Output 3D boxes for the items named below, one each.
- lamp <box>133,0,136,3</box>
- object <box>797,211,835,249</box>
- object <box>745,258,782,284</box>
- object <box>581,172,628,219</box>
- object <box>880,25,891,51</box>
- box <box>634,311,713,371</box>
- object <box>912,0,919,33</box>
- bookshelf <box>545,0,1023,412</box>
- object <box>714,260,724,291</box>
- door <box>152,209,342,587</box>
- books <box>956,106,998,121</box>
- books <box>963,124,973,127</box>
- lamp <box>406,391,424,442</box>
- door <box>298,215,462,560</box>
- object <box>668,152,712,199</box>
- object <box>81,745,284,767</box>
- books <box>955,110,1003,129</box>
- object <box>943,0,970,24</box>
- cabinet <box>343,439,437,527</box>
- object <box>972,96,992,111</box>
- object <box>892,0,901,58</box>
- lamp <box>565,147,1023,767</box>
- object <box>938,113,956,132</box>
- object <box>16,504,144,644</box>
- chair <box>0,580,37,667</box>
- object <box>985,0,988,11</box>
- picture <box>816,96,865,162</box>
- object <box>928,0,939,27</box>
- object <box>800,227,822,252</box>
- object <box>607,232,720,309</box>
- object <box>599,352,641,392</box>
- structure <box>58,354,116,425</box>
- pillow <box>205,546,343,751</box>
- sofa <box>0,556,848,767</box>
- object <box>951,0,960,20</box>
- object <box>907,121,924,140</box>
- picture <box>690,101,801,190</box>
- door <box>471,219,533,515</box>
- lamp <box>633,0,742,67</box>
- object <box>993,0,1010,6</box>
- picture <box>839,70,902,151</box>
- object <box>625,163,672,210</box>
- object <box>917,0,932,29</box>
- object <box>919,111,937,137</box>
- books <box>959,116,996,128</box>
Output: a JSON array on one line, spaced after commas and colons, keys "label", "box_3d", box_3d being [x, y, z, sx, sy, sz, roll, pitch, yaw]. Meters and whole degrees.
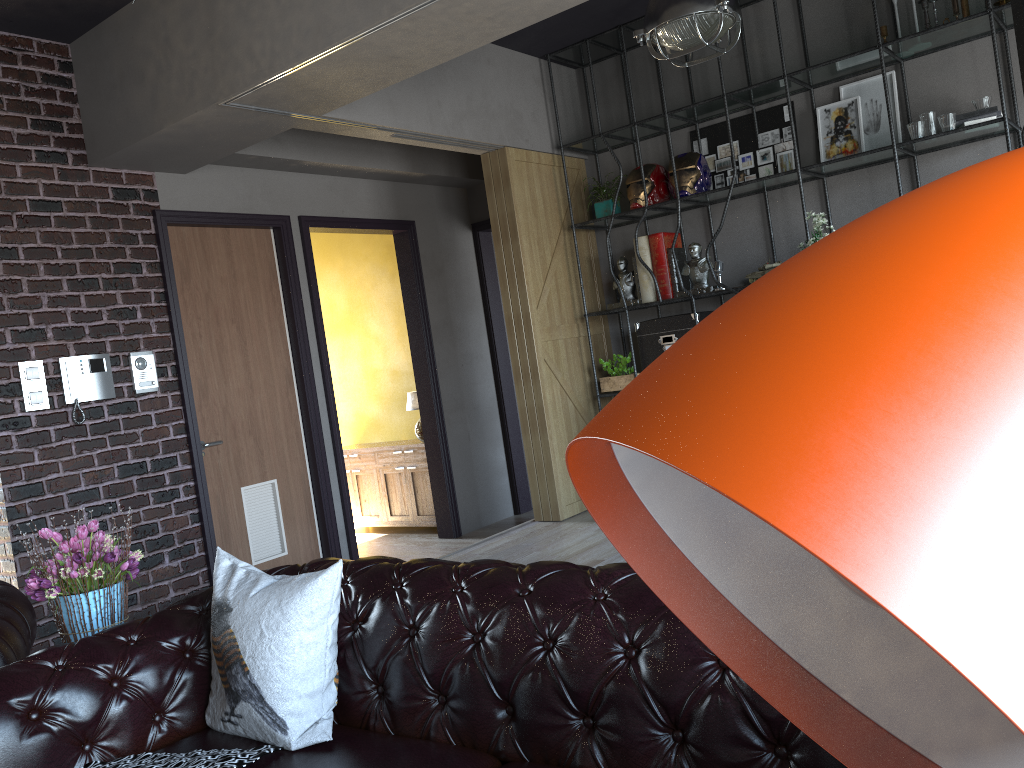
[{"label": "lamp", "box_3d": [-1.370, -1.762, 3.450, 0.560, 0.512, 0.359, -9, 2, -32]}, {"label": "object", "box_3d": [1.832, -0.587, 5.053, 0.398, 0.852, 0.420, -9, 1, -6]}, {"label": "object", "box_3d": [1.736, -0.753, 5.738, 0.207, 0.170, 0.577, -9, 2, -17]}, {"label": "object", "box_3d": [0.681, -1.350, 6.442, 0.324, 0.339, 0.295, -9, 1, -6]}, {"label": "object", "box_3d": [2.163, -2.009, 5.145, 0.135, 0.129, 0.135, -8, 1, 11]}, {"label": "box", "box_3d": [1.189, -0.246, 6.220, 0.488, 0.481, 0.374, -7, 2, 38]}, {"label": "object", "box_3d": [2.364, -2.173, 5.201, 0.128, 0.390, 0.128, -9, 1, -3]}, {"label": "bookshelf", "box_3d": [2.390, -0.989, 5.224, 4.479, 3.282, 0.527, -7, 1, 38]}, {"label": "object", "box_3d": [1.373, -0.719, 5.876, 0.093, 0.200, 0.093, -8, 1, 33]}, {"label": "door", "box_3d": [-1.718, 0.171, 5.751, 0.219, 2.539, 1.004, -8, 1, 38]}, {"label": "books", "box_3d": [2.648, -1.529, 5.064, 0.225, 0.029, 0.179, -7, 2, 30]}, {"label": "books", "box_3d": [2.663, -1.452, 5.062, 0.179, 0.034, 0.243, -8, 2, 21]}, {"label": "lamp", "box_3d": [-0.677, 0.567, 7.533, 0.291, 1.045, 0.441, -8, 1, 11]}, {"label": "door", "box_3d": [-1.360, 0.078, 6.946, 1.097, 2.543, 1.151, -8, 1, 38]}, {"label": "object", "box_3d": [1.192, -1.412, 6.026, 0.280, 0.327, 0.400, -8, 2, 28]}, {"label": "object", "box_3d": [-1.225, 1.256, 1.774, 1.701, 0.569, 0.561, -10, 2, -32]}, {"label": "books", "box_3d": [2.663, -1.505, 5.063, 0.243, 0.024, 0.175, -7, 2, 34]}, {"label": "object", "box_3d": [2.503, -2.063, 4.894, 0.190, 0.152, 0.189, -9, 2, -30]}, {"label": "cabinet", "box_3d": [-1.015, 0.897, 7.829, 1.430, 0.750, 0.409, -7, 2, 38]}, {"label": "object", "box_3d": [2.663, -1.579, 5.017, 0.103, 0.068, 0.103, -8, 2, 30]}, {"label": "object", "box_3d": [2.318, -2.170, 5.325, 0.128, 0.390, 0.128, -8, 1, 6]}, {"label": "lamp", "box_3d": [1.984, 0.331, 0.783, 3.833, 1.456, 0.583, -9, 1, -10]}, {"label": "object", "box_3d": [2.426, -1.446, 4.934, 0.092, 0.099, 0.092, -9, 1, -5]}, {"label": "object", "box_3d": [-1.357, 0.643, 2.839, 0.352, 0.484, 0.349, -9, 1, -22]}, {"label": "chair", "box_3d": [-2.382, 1.217, 2.955, 1.494, 0.845, 1.244, -9, 2, -22]}, {"label": "object", "box_3d": [2.640, -2.126, 4.923, 0.084, 0.233, 0.084, -8, 1, 19]}, {"label": "picture", "box_3d": [2.069, -1.573, 5.579, 0.267, 0.413, 0.101, -8, 1, 38]}, {"label": "object", "box_3d": [2.374, -2.093, 4.976, 0.100, 0.243, 0.100, -9, 1, -43]}, {"label": "object", "box_3d": [1.900, -0.840, 5.527, 0.137, 0.305, 0.193, -9, 1, -19]}, {"label": "object", "box_3d": [1.048, -0.815, 6.248, 0.832, 0.466, 0.290, -7, 2, 38]}, {"label": "object", "box_3d": [0.783, -0.092, 6.351, 0.304, 0.265, 0.181, -7, 2, 38]}, {"label": "structure", "box_3d": [-2.306, 0.027, 4.855, 0.068, 0.370, 0.280, -8, 1, 38]}, {"label": "pillow", "box_3d": [-0.649, 0.685, 2.393, 0.528, 0.469, 0.283, -7, 2, 40]}, {"label": "sofa", "box_3d": [-0.106, 0.915, 1.925, 2.563, 0.838, 1.241, -7, 2, 37]}, {"label": "object", "box_3d": [2.539, -2.111, 5.063, 0.080, 0.226, 0.080, -8, 1, 11]}, {"label": "object", "box_3d": [2.298, -1.430, 5.034, 0.093, 0.099, 0.092, -9, 1, -15]}, {"label": "picture", "box_3d": [1.579, -1.574, 6.043, 0.748, 0.503, 0.058, -7, 1, 38]}, {"label": "door", "box_3d": [0.607, -0.240, 7.778, 1.149, 2.543, 1.130, -8, 1, 38]}, {"label": "lamp", "box_3d": [0.824, -2.205, 4.474, 0.534, 1.149, 0.516, -8, 1, 15]}, {"label": "object", "box_3d": [2.646, -2.122, 4.796, 0.130, 0.232, 0.130, -8, 1, 15]}, {"label": "picture", "box_3d": [2.226, -1.645, 5.503, 0.331, 0.514, 0.119, -8, 1, 38]}, {"label": "object", "box_3d": [0.942, -1.381, 6.221, 0.280, 0.327, 0.400, -7, 2, 43]}, {"label": "object", "box_3d": [2.372, -2.090, 5.070, 0.084, 0.233, 0.084, -9, 1, -25]}, {"label": "object", "box_3d": [2.394, -1.474, 5.086, 0.087, 0.155, 0.087, -9, 1, -40]}, {"label": "books", "box_3d": [2.655, -1.480, 5.071, 0.166, 0.024, 0.227, -8, 2, 17]}]
